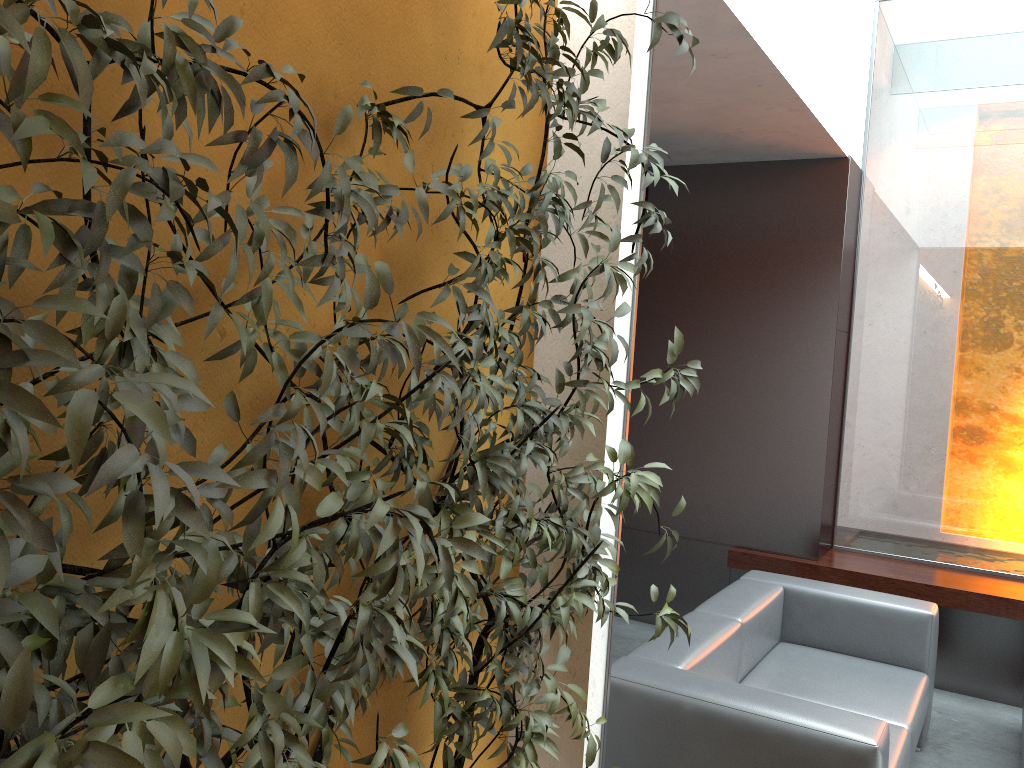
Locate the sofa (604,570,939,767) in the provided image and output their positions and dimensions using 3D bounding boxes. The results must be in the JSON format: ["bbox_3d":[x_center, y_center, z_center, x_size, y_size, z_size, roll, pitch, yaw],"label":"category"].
[{"bbox_3d":[1.154,1.330,3.672,0.943,0.652,2.025,5,2,30],"label":"sofa"}]

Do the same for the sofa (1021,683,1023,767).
[{"bbox_3d":[3.528,1.501,3.338,2.781,0.652,0.943,5,2,30],"label":"sofa"}]

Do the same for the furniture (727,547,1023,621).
[{"bbox_3d":[4.065,1.304,4.222,6.000,0.109,0.600,5,2,30],"label":"furniture"}]

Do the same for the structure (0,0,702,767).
[{"bbox_3d":[-0.462,0.145,1.177,0.622,2.483,3.166,5,2,29],"label":"structure"}]
